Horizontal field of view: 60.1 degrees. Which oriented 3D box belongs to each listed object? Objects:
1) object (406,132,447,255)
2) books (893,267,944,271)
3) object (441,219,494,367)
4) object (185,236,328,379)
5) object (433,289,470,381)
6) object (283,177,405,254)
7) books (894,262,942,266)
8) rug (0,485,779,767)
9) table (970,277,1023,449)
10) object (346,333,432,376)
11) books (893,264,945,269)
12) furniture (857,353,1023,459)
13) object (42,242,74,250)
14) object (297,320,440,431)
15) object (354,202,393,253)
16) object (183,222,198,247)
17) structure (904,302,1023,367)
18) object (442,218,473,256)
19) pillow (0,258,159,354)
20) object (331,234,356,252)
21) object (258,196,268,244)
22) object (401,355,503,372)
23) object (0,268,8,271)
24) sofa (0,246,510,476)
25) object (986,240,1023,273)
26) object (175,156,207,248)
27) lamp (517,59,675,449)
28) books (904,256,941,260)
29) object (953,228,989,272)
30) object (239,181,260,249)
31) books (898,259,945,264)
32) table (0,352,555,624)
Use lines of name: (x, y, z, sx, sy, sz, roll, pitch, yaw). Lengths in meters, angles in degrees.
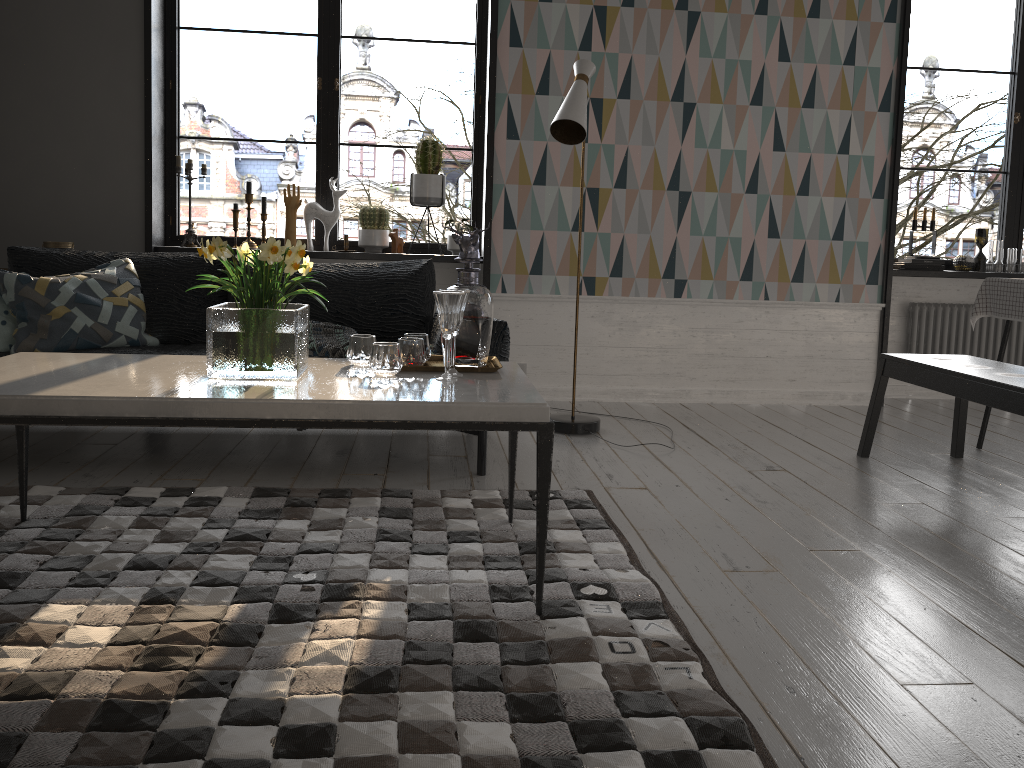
object: (-0.461, -1.044, 4.844, 0.236, 0.666, 0.230, -2, 7, -35)
books: (2.369, -0.677, 5.209, 0.268, 0.011, 0.163, 1, 9, -3)
object: (-0.124, -0.258, 2.509, 0.148, 0.414, 0.156, 3, 6, 14)
object: (-0.653, -0.203, 2.261, 0.351, 0.349, 0.327, 1, 7, -3)
object: (-0.159, -0.130, 2.305, 0.082, 0.225, 0.169, 2, 6, 6)
object: (-0.921, -0.926, 4.868, 0.662, 0.407, 0.135, 1, 5, -4)
books: (2.381, -0.707, 5.210, 0.216, 0.011, 0.175, 2, 9, 0)
rug: (-0.888, 0.487, 2.116, 2.526, 0.034, 1.784, 1, 9, -5)
table: (2.596, 0.064, 3.100, 0.931, 0.778, 2.042, 1, 8, -6)
object: (-0.304, -0.082, 2.435, 0.246, 0.087, 0.281, -3, 10, -27)
books: (2.371, -0.693, 5.215, 0.271, 0.019, 0.185, 1, 9, -6)
furniture: (1.809, 0.219, 3.007, 0.465, 0.452, 1.683, 1, 9, -6)
object: (-2.237, -0.620, 4.364, 0.139, 0.159, 0.142, 6, 8, 32)
object: (-0.576, -0.046, 3.339, 0.666, 0.327, 0.494, 0, 8, -10)
object: (-0.771, -0.874, 4.935, 0.234, 0.281, 0.214, -2, 8, -31)
object: (-1.766, -0.829, 4.869, 0.084, 0.150, 0.085, 2, 6, -2)
structure: (3.000, -0.276, 5.446, 1.222, 0.425, 0.150, 1, 6, -8)
object: (-0.295, -0.807, 4.855, 0.171, 0.202, 0.248, 1, 7, -3)
pillow: (-1.812, -0.305, 3.438, 0.798, 0.360, 0.446, -2, 8, -23)
object: (-0.913, -0.775, 4.873, 0.123, 0.098, 0.123, 4, 8, 17)
object: (-1.367, -0.891, 4.873, 0.076, 0.299, 0.076, 4, 6, 25)
object: (-0.193, -0.059, 2.510, 0.318, 0.015, 0.249, 1, 9, -6)
object: (-2.596, -0.562, 4.374, 0.318, 0.015, 0.249, 1, 9, -6)
sofa: (-1.205, -0.126, 3.567, 2.340, 0.793, 0.978, 1, 7, -6)
object: (2.956, -0.757, 5.260, 0.268, 0.191, 0.154, 1, 7, -6)
object: (-1.752, -0.983, 4.775, 0.162, 0.487, 0.145, 5, 6, 30)
lamp: (0.432, -0.657, 4.327, 0.680, 1.691, 1.255, 1, 6, -7)
books: (2.410, -0.740, 5.198, 0.153, 0.016, 0.125, 1, 9, -4)
object: (2.712, -0.791, 5.223, 0.194, 0.255, 0.116, 2, 6, 4)
object: (-1.431, -0.921, 4.812, 0.123, 0.373, 0.124, 2, 5, -1)
books: (2.405, -0.721, 5.204, 0.198, 0.022, 0.164, 1, 9, -5)
table: (-0.671, 0.228, 2.273, 1.455, 0.507, 0.738, 1, 8, -6)
